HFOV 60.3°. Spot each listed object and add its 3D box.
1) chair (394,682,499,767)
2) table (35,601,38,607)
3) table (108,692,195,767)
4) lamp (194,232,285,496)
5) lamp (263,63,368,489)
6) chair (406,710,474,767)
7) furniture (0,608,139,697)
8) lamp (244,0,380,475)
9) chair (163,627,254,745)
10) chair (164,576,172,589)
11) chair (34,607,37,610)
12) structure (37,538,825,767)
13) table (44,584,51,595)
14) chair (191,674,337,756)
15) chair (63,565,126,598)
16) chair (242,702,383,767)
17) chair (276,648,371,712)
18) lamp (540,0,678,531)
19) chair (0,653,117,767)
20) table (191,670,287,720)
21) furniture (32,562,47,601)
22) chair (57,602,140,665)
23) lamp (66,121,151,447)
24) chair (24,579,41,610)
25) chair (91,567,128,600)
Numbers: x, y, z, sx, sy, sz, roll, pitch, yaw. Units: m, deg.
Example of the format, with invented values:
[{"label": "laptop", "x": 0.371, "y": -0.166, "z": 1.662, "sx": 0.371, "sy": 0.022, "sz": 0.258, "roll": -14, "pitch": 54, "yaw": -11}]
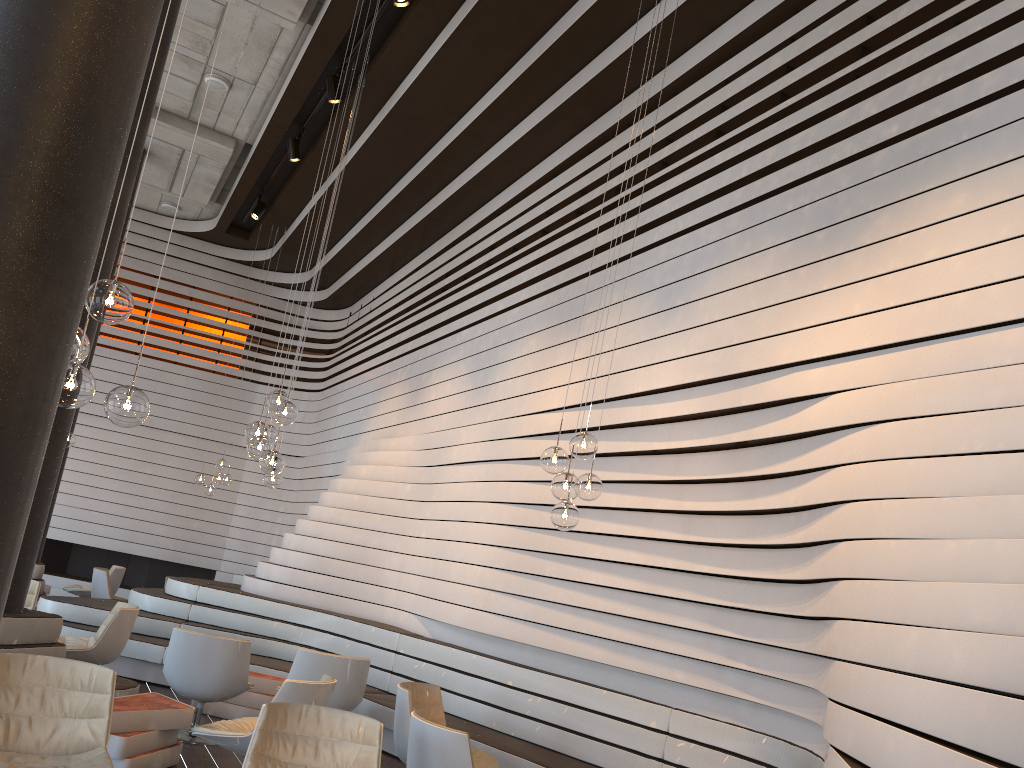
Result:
[{"label": "chair", "x": -0.440, "y": 2.320, "z": 5.514, "sx": 0.709, "sy": 0.755, "sz": 0.668, "roll": 8, "pitch": -10, "yaw": 18}, {"label": "table", "x": -5.386, "y": 2.459, "z": 9.364, "sx": 0.909, "sy": 0.365, "sz": 0.419, "roll": 15, "pitch": -11, "yaw": -18}, {"label": "table", "x": -2.260, "y": 2.109, "z": 5.280, "sx": 0.413, "sy": 0.364, "sz": 0.923, "roll": 9, "pitch": -12, "yaw": 12}, {"label": "lamp", "x": -3.758, "y": -0.673, "z": 12.558, "sx": 0.544, "sy": 4.607, "sz": 0.297, "roll": 11, "pitch": -7, "yaw": 0}, {"label": "lamp", "x": -1.774, "y": -1.318, "z": 8.178, "sx": 0.296, "sy": 4.607, "sz": 0.548, "roll": 15, "pitch": -8, "yaw": -30}, {"label": "chair", "x": -0.241, "y": 2.121, "z": 4.508, "sx": 0.715, "sy": 0.755, "sz": 0.663, "roll": 16, "pitch": -11, "yaw": -26}, {"label": "furniture", "x": -3.228, "y": 1.869, "z": 5.824, "sx": 1.774, "sy": 0.711, "sz": 1.296, "roll": 3, "pitch": -14, "yaw": 34}, {"label": "lamp", "x": -1.276, "y": -1.672, "z": 6.306, "sx": 0.310, "sy": 4.673, "sz": 0.669, "roll": 13, "pitch": -8, "yaw": -17}, {"label": "chair", "x": -2.242, "y": 2.189, "z": 6.462, "sx": 0.657, "sy": 0.755, "sz": 0.722, "roll": 12, "pitch": -10, "yaw": -5}, {"label": "chair", "x": -4.488, "y": 3.087, "z": 12.132, "sx": 0.711, "sy": 0.755, "sz": 0.666, "roll": 4, "pitch": -12, "yaw": 37}, {"label": "chair", "x": -5.052, "y": 2.157, "z": 8.665, "sx": 0.655, "sy": 0.755, "sz": 0.723, "roll": 9, "pitch": -10, "yaw": 12}, {"label": "structure", "x": -1.839, "y": 2.509, "z": 7.827, "sx": 5.819, "sy": 0.913, "sz": 18.385, "roll": 18, "pitch": -15, "yaw": -28}, {"label": "table", "x": -6.580, "y": 2.726, "z": 11.486, "sx": 0.414, "sy": 0.365, "sz": 0.919, "roll": 2, "pitch": -15, "yaw": 41}, {"label": "chair", "x": -1.443, "y": 2.019, "z": 5.077, "sx": 0.709, "sy": 0.755, "sz": 0.668, "roll": 9, "pitch": -10, "yaw": 14}, {"label": "chair", "x": -5.710, "y": 2.812, "z": 11.984, "sx": 0.715, "sy": 0.755, "sz": 0.663, "roll": 15, "pitch": -11, "yaw": -23}, {"label": "chair", "x": -0.883, "y": 1.821, "z": 3.773, "sx": 0.658, "sy": 0.755, "sz": 0.721, "roll": 13, "pitch": -10, "yaw": -9}, {"label": "chair", "x": -1.467, "y": 2.410, "z": 6.751, "sx": 0.659, "sy": 0.755, "sz": 0.719, "roll": 14, "pitch": -10, "yaw": -18}, {"label": "lamp", "x": 0.704, "y": -1.406, "z": 5.422, "sx": 0.333, "sy": 4.646, "sz": 0.540, "roll": 8, "pitch": -8, "yaw": 26}, {"label": "chair", "x": -2.031, "y": 1.579, "z": 3.705, "sx": 0.661, "sy": 0.755, "sz": 0.718, "roll": 16, "pitch": -11, "yaw": -24}, {"label": "table", "x": -2.277, "y": 2.599, "z": 7.367, "sx": 0.905, "sy": 0.365, "sz": 0.421, "roll": 10, "pitch": -11, "yaw": 7}, {"label": "furniture", "x": -6.154, "y": 2.368, "z": 10.372, "sx": 1.285, "sy": 0.711, "sz": 1.788, "roll": 18, "pitch": -14, "yaw": -29}, {"label": "chair", "x": -3.388, "y": 2.075, "z": 6.931, "sx": 0.714, "sy": 0.755, "sz": 0.664, "roll": 15, "pitch": -11, "yaw": -22}, {"label": "lamp", "x": -4.548, "y": -1.439, "z": 9.731, "sx": 0.275, "sy": 4.561, "sz": 0.552, "roll": 8, "pitch": -8, "yaw": 26}, {"label": "chair", "x": -4.361, "y": 1.977, "z": 7.326, "sx": 0.657, "sy": 0.755, "sz": 0.721, "roll": 12, "pitch": -10, "yaw": -7}, {"label": "chair", "x": -4.972, "y": 2.745, "z": 11.087, "sx": 0.714, "sy": 0.755, "sz": 0.664, "roll": 15, "pitch": -10, "yaw": -21}]
